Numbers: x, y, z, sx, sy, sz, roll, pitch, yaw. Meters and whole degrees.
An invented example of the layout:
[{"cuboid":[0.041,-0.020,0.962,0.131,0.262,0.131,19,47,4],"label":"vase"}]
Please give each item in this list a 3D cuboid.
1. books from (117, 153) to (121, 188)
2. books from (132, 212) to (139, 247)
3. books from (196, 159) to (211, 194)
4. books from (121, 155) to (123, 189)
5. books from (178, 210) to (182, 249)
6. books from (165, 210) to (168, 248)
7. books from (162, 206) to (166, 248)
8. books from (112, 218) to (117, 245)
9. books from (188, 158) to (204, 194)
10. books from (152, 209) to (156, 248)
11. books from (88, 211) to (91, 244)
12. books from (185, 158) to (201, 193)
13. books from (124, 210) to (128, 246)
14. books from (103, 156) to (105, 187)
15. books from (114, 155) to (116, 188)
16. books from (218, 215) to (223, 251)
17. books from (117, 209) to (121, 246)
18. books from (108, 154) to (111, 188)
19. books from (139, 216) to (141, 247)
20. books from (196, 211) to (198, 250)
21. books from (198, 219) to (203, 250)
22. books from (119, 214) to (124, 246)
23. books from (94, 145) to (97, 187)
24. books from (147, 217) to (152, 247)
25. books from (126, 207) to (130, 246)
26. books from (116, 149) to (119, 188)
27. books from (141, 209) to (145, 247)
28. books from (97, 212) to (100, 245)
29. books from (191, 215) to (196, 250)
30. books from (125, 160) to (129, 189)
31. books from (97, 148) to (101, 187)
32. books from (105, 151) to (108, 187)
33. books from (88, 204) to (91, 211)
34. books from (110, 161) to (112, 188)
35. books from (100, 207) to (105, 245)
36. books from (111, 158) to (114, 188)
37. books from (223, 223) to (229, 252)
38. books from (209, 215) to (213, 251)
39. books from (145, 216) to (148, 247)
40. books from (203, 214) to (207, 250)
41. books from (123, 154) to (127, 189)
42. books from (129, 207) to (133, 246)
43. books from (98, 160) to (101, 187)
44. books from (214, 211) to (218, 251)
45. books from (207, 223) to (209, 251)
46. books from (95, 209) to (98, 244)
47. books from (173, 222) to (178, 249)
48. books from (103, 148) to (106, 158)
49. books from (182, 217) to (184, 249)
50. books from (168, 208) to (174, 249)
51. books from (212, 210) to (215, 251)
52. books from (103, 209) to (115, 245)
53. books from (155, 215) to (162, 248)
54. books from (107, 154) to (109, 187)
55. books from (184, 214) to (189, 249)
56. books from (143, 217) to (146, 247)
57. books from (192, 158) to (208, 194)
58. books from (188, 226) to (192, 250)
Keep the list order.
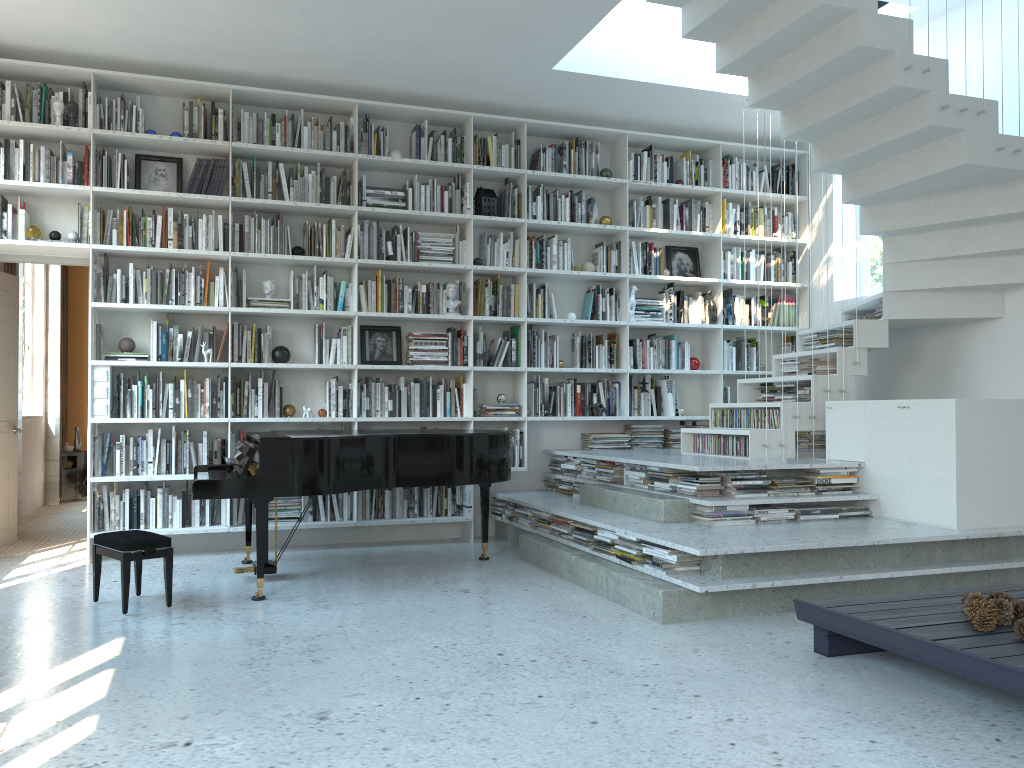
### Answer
[{"cuboid":[-2.582,-1.372,5.843,0.023,0.258,0.183,0,-1,-19],"label":"books"},{"cuboid":[-2.496,-1.000,5.888,0.047,0.249,0.134,0,-1,-19],"label":"books"},{"cuboid":[-2.108,-1.375,6.042,0.110,0.279,0.174,0,-1,-19],"label":"books"},{"cuboid":[-2.569,-1.367,5.857,0.011,0.250,0.168,0,-1,-19],"label":"books"},{"cuboid":[-2.238,-1.016,5.980,0.025,0.286,0.161,0,-1,-19],"label":"books"},{"cuboid":[-2.310,-1.009,5.935,0.023,0.271,0.187,0,-1,-19],"label":"books"},{"cuboid":[-2.334,-1.025,5.947,0.014,0.304,0.151,0,-1,-19],"label":"books"},{"cuboid":[-2.604,-0.974,5.828,0.026,0.195,0.175,0,-1,-19],"label":"books"},{"cuboid":[-2.151,-1.375,6.026,0.110,0.279,0.174,0,-1,-19],"label":"books"},{"cuboid":[-2.389,-1.011,5.919,0.014,0.272,0.180,0,-1,-19],"label":"books"},{"cuboid":[-2.730,-0.991,5.765,0.021,0.224,0.232,0,-1,-19],"label":"books"},{"cuboid":[-2.169,-1.376,6.010,0.110,0.279,0.174,0,-1,-19],"label":"books"},{"cuboid":[-2.550,-1.002,5.858,0.014,0.252,0.187,0,-1,-19],"label":"books"},{"cuboid":[-2.668,-1.358,5.817,0.009,0.228,0.184,0,-1,-19],"label":"books"},{"cuboid":[-2.610,-1.365,5.845,0.019,0.243,0.153,0,-1,-19],"label":"books"},{"cuboid":[-1.991,-1.003,6.052,0.035,0.264,0.177,0,-1,-19],"label":"books"},{"cuboid":[-2.592,-1.007,5.850,0.010,0.262,0.151,0,-1,-19],"label":"books"},{"cuboid":[-2.637,-1.367,5.819,0.004,0.246,0.189,0,-1,-19],"label":"books"},{"cuboid":[-2.470,-0.990,5.902,0.012,0.230,0.149,0,-1,-19],"label":"books"},{"cuboid":[-2.131,-1.012,6.006,0.012,0.281,0.188,0,-1,-19],"label":"books"},{"cuboid":[-2.110,-0.987,6.008,0.030,0.230,0.172,0,-1,-19],"label":"books"},{"cuboid":[-2.571,-0.991,5.852,0.030,0.230,0.172,0,-1,-19],"label":"books"},{"cuboid":[-2.718,-1.391,5.799,0.005,0.292,0.184,0,-1,-19],"label":"books"},{"cuboid":[-2.408,-0.983,5.907,0.031,0.217,0.173,0,-1,-19],"label":"books"},{"cuboid":[-2.536,-1.016,5.868,0.020,0.281,0.164,0,-1,-19],"label":"books"},{"cuboid":[-2.599,-1.383,5.848,0.005,0.281,0.190,0,-1,-19],"label":"books"},{"cuboid":[-2.457,-1.013,5.903,0.012,0.277,0.150,0,-1,-19],"label":"books"},{"cuboid":[-2.702,-0.993,5.811,0.022,0.232,0.151,0,-1,-19],"label":"books"},{"cuboid":[-2.159,-1.002,6.015,0.035,0.260,0.131,0,-1,-19],"label":"books"},{"cuboid":[-2.544,-1.350,5.856,0.012,0.214,0.185,0,-1,-19],"label":"books"},{"cuboid":[-2.708,-1.387,5.814,0.006,0.287,0.148,0,-1,-19],"label":"books"},{"cuboid":[-2.657,-1.373,5.825,0.009,0.260,0.184,0,-1,-19],"label":"books"},{"cuboid":[-2.756,-1.020,5.794,0.010,0.286,0.137,0,-1,-19],"label":"books"},{"cuboid":[-2.643,-1.350,5.859,0.012,0.214,0.132,0,-1,-19],"label":"books"},{"cuboid":[-2.683,-1.009,5.809,0.012,0.263,0.180,0,-1,-19],"label":"books"},{"cuboid":[-2.618,-1.353,5.831,0.018,0.218,0.186,0,-1,-19],"label":"books"},{"cuboid":[-1.948,-0.972,6.040,0.039,0.202,0.236,0,-2,-19],"label":"books"},{"cuboid":[-2.057,-1.004,6.049,0.024,0.266,0.155,0,-1,-19],"label":"books"},{"cuboid":[-2.430,-0.989,5.906,0.011,0.229,0.170,0,-1,-19],"label":"books"},{"cuboid":[-2.085,-1.003,6.017,0.022,0.263,0.174,0,-1,-19],"label":"books"},{"cuboid":[-2.558,-1.370,5.860,0.012,0.254,0.166,0,-1,-19],"label":"books"},{"cuboid":[-2.518,-1.014,5.863,0.011,0.277,0.164,0,-1,-19],"label":"books"},{"cuboid":[-2.699,-1.346,5.820,0.015,0.207,0.172,0,-1,-19],"label":"books"},{"cuboid":[-2.019,-1.016,6.046,0.022,0.289,0.169,0,-1,-19],"label":"books"},{"cuboid":[-2.072,-0.974,6.034,0.013,0.206,0.172,0,-1,-19],"label":"books"},{"cuboid":[-2.721,-1.004,5.814,0.012,0.254,0.161,0,-1,-19],"label":"books"},{"cuboid":[-2.254,-0.971,5.945,0.029,0.195,0.192,0,-1,-19],"label":"books"},{"cuboid":[-2.680,-1.388,5.830,0.006,0.289,0.144,0,-1,-19],"label":"books"},{"cuboid":[-2.216,-0.989,5.975,0.013,0.232,0.171,0,-1,-19],"label":"books"},{"cuboid":[-2.284,-1.017,5.939,0.030,0.285,0.185,0,-1,-19],"label":"books"},{"cuboid":[-2.031,-1.017,6.028,0.012,0.291,0.182,0,-1,-19],"label":"books"},{"cuboid":[-2.653,-1.005,5.836,0.062,0.258,0.153,0,-1,-19],"label":"books"},{"cuboid":[-2.362,-0.993,5.933,0.047,0.238,0.162,0,-1,-19],"label":"books"},{"cuboid":[-2.651,-1.368,5.836,0.010,0.249,0.166,0,-1,-19],"label":"books"},{"cuboid":[-2.202,-1.002,5.996,0.029,0.260,0.157,0,-1,-19],"label":"books"},{"cuboid":[-2.440,-0.984,5.895,0.014,0.218,0.164,0,-1,-19],"label":"books"},{"cuboid":[-2.123,-1.376,6.017,0.110,0.279,0.174,0,-1,-19],"label":"books"},{"cuboid":[-2.177,-0.965,6.002,0.022,0.186,0.136,0,-1,-19],"label":"books"}]
